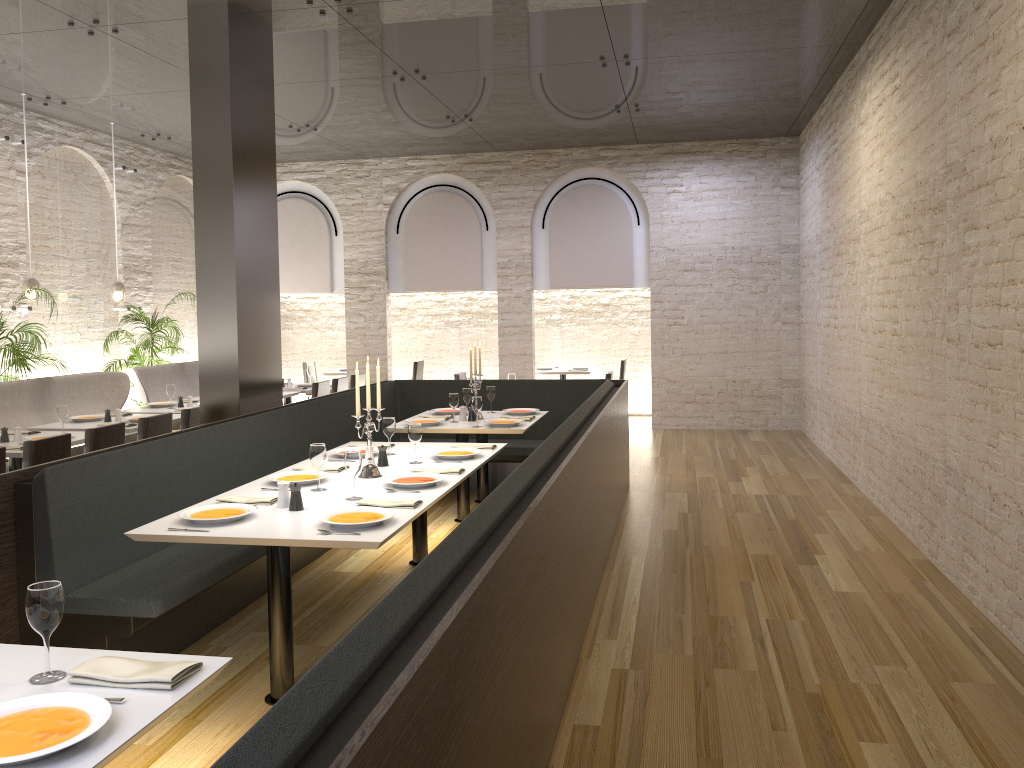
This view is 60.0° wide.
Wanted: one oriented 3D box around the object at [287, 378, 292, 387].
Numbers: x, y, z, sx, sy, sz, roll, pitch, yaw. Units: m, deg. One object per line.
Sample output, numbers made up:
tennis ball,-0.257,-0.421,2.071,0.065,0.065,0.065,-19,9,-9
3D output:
object,-2.729,-0.020,10.857,0.059,0.109,0.059,-4,4,-44

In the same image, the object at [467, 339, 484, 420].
object,-0.297,-0.041,7.251,0.131,0.655,0.391,0,3,22

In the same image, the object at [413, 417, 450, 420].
object,-0.657,0.287,7.231,0.273,0.033,0.143,0,5,11

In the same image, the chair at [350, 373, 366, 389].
chair,-2.107,0.328,10.909,0.565,0.904,0.413,0,3,11

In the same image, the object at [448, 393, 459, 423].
object,-0.464,0.190,7.080,0.086,0.230,0.086,-3,4,-43

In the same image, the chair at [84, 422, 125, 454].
chair,-3.012,0.734,6.143,0.565,0.904,0.413,0,3,11

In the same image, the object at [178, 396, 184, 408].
object,-3.224,0.172,8.623,0.059,0.109,0.059,-4,4,-44

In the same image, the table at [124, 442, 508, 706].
table,-0.799,0.880,4.765,1.100,0.758,2.544,0,5,11

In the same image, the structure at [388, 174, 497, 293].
structure,-0.997,-2.152,12.667,1.633,1.672,0.098,0,2,11

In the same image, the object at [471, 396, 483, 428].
object,-0.266,0.213,6.749,0.086,0.230,0.086,-3,4,-43

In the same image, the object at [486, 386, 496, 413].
object,-0.180,0.136,7.679,0.086,0.230,0.086,-2,3,-19

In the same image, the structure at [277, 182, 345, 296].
structure,-3.218,-2.147,13.090,1.633,1.672,0.098,0,2,11

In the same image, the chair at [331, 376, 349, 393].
chair,-2.215,0.376,10.342,0.565,0.904,0.413,0,3,11

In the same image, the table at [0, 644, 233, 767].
table,-1.486,1.188,1.147,1.100,0.758,2.544,0,5,11

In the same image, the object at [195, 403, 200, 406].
object,-2.923,0.205,8.635,0.322,0.036,0.322,-5,6,-42

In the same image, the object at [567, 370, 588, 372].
object,0.942,-0.192,12.735,0.273,0.033,0.143,0,5,11

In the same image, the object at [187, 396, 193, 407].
object,-3.147,0.168,8.655,0.059,0.109,0.059,-4,4,-44

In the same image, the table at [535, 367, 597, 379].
table,0.757,0.166,13.156,0.936,0.759,1.013,0,4,11

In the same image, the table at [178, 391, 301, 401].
table,-2.971,0.507,9.786,0.936,0.759,1.013,0,4,11

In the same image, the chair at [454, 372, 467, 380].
chair,-0.380,0.320,10.627,0.565,0.904,0.413,0,3,11

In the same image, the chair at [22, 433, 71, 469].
chair,-3.117,0.781,5.590,0.565,0.904,0.413,0,3,11

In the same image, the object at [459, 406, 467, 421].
object,-0.398,0.238,7.172,0.069,0.126,0.069,-3,4,-37

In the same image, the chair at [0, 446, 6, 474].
chair,-3.222,0.828,5.039,0.565,0.904,0.413,0,3,11

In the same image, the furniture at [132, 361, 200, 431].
furniture,-3.584,0.282,10.610,0.707,1.095,2.590,0,4,11

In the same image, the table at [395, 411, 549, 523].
table,-0.322,0.666,7.274,1.100,0.758,1.191,0,4,11

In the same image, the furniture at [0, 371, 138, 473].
furniture,-4.270,0.590,7.001,0.709,1.095,4.486,0,5,11

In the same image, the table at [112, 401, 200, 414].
table,-3.177,0.600,8.703,0.936,0.759,1.013,0,4,11

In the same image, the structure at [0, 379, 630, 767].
structure,-1.075,0.892,3.210,2.371,0.999,10.773,0,5,11

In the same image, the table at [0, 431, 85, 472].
table,-3.603,0.791,6.455,0.936,0.759,1.013,0,4,11

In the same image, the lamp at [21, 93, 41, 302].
lamp,-4.786,-1.836,8.756,0.178,2.037,0.178,-1,2,-10

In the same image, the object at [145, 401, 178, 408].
object,-3.451,0.206,8.737,0.322,0.036,0.322,-5,6,-42

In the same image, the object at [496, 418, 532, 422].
object,0.017,0.286,7.096,0.273,0.033,0.143,0,5,11

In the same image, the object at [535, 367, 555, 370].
object,0.483,-0.228,13.191,0.322,0.036,0.322,-5,6,-44

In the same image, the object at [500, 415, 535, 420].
object,0.046,0.273,7.248,0.273,0.033,0.143,0,5,11

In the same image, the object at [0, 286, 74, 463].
object,-4.807,0.065,8.295,1.146,1.971,1.189,-3,4,-38

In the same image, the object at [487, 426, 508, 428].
object,-0.098,0.325,6.652,0.181,0.015,0.038,0,4,12

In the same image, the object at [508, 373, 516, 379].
object,-0.002,0.008,9.207,0.086,0.230,0.086,1,3,41

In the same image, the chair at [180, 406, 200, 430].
chair,-2.796,0.637,7.283,0.565,0.904,0.413,0,3,11

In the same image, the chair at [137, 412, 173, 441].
chair,-2.902,0.684,6.724,0.565,0.904,0.413,0,3,11

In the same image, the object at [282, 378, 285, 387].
object,-2.806,-0.016,10.825,0.059,0.109,0.059,-4,4,-44

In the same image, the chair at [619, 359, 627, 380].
chair,1.410,0.093,13.023,0.565,0.904,0.413,0,3,11

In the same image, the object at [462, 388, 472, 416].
object,-0.379,0.152,7.526,0.086,0.230,0.086,-3,4,-43

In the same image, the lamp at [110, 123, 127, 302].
lamp,-4.527,-1.952,10.118,0.178,2.037,0.178,-1,2,-10

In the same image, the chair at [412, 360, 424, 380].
chair,-1.650,0.099,13.605,0.565,0.904,0.413,0,3,11

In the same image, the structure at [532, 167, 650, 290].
structure,1.085,-2.156,12.271,1.633,1.672,0.098,0,2,11

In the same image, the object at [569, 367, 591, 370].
object,1.010,-0.229,13.088,0.322,0.036,0.322,-5,6,-44

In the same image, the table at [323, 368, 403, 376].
table,-2.290,0.172,13.736,0.936,0.759,1.013,0,4,11

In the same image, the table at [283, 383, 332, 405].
table,-2.758,0.412,10.905,0.936,0.759,1.013,0,4,11

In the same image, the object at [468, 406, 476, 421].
object,-0.324,0.240,7.133,0.069,0.126,0.069,-3,4,-37

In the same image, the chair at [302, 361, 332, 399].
chair,-2.939,0.102,13.851,0.565,0.904,0.413,0,3,11

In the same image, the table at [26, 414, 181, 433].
table,-3.385,0.693,7.605,0.936,0.759,1.013,0,4,11

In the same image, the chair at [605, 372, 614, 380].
chair,0.909,0.318,10.381,0.565,0.904,0.413,0,3,11

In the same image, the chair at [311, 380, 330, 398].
chair,-2.319,0.423,9.792,0.565,0.904,0.413,0,3,11

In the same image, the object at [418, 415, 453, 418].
object,-0.629,0.274,7.383,0.273,0.033,0.143,0,5,11

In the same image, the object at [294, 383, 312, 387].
object,-2.505,0.017,10.837,0.322,0.036,0.322,-5,6,-42

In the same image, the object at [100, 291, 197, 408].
object,-4.332,-0.141,10.710,1.145,1.971,1.190,-1,3,-9

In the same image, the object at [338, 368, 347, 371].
object,-2.564,-0.222,13.770,0.322,0.036,0.322,-5,6,-44
